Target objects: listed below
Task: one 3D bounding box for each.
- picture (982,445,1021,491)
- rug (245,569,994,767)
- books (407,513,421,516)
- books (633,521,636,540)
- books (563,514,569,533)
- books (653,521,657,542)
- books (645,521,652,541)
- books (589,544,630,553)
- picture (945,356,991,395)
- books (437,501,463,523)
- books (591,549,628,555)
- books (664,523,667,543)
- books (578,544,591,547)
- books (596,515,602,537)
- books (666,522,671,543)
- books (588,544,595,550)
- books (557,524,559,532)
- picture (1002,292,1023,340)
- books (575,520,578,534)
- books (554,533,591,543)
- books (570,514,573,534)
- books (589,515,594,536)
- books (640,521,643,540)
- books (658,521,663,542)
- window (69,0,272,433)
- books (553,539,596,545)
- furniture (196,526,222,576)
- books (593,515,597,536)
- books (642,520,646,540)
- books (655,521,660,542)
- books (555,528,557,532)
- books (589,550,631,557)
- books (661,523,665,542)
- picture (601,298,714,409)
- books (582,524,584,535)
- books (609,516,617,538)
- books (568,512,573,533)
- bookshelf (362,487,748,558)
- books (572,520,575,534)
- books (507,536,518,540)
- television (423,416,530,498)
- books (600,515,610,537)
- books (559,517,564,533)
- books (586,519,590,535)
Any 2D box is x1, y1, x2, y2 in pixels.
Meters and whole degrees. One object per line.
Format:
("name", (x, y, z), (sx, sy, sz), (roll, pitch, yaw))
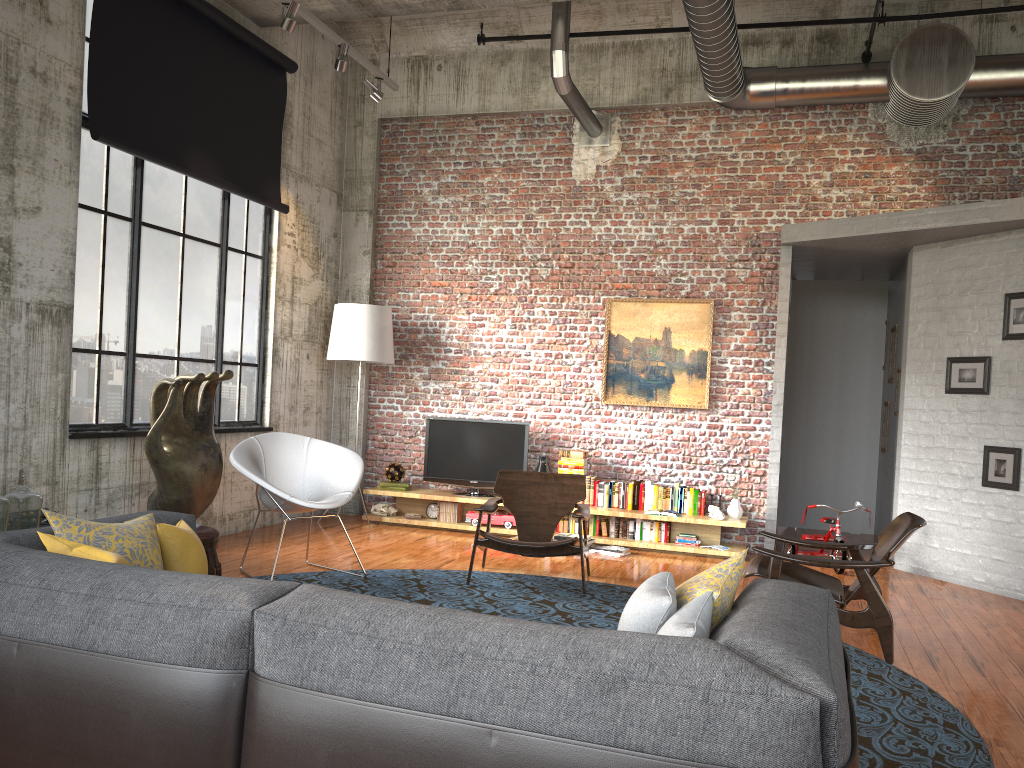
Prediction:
("picture", (3.954, 0.678, 7.174), (0.015, 0.341, 0.329), (3, 0, -22))
("rug", (-0.255, 1.451, 4.583), (4.849, 0.009, 4.842), (3, -1, -26))
("books", (-1.014, 1.350, 9.182), (0.114, 0.016, 0.113), (2, -1, 42))
("books", (1.198, 1.414, 8.572), (0.020, 0.168, 0.121), (3, 1, 18))
("books", (0.548, 1.362, 8.764), (0.049, 0.213, 0.148), (3, 1, 18))
("books", (1.377, 1.411, 8.515), (0.026, 0.191, 0.138), (3, 1, 18))
("books", (1.317, 1.411, 8.532), (0.043, 0.186, 0.129), (3, 1, 18))
("books", (0.902, 1.515, 8.167), (0.311, 0.014, 0.250), (3, -1, 24))
("picture", (3.845, -0.072, 7.490), (0.015, 0.316, 0.426), (3, 0, -22))
("books", (-0.639, 1.308, 9.108), (0.232, 0.218, 0.173), (3, 0, 18))
("books", (0.895, 1.530, 8.161), (0.307, 0.017, 0.232), (3, -1, 16))
("books", (1.478, 1.416, 8.482), (0.019, 0.189, 0.120), (3, 1, 18))
("books", (0.583, 1.488, 8.304), (0.299, 0.028, 0.236), (3, -1, 15))
("books", (0.853, 1.373, 8.659), (0.030, 0.220, 0.159), (3, 1, 18))
("books", (1.498, 1.416, 8.474), (0.026, 0.191, 0.138), (3, 1, 18))
("books", (0.593, 1.523, 8.310), (0.320, 0.040, 0.236), (3, -1, 19))
("books", (0.476, 1.369, 8.789), (0.023, 0.194, 0.140), (3, 1, 18))
("picture", (4.053, -0.543, 7.080), (0.015, 0.381, 0.278), (2, 1, -24))
("books", (0.654, 1.374, 8.735), (0.032, 0.200, 0.146), (3, 1, 18))
("books", (0.567, 1.429, 8.246), (0.296, 0.035, 0.236), (3, -1, 19))
("books", (0.602, 1.375, 8.741), (0.023, 0.194, 0.140), (3, 1, 18))
("books", (0.793, 1.376, 8.682), (0.039, 0.208, 0.151), (3, 1, 18))
("books", (1.256, 1.416, 8.555), (0.020, 0.168, 0.121), (3, 1, 18))
("books", (1.425, 1.413, 8.500), (0.026, 0.191, 0.138), (3, 1, 18))
("window", (-2.751, -1.288, 7.445), (0.050, 3.437, 2.579), (3, 0, 18))
("books", (0.584, 1.460, 8.267), (0.320, 0.028, 0.262), (3, -1, 27))
("furniture", (-2.048, 1.131, 5.508), (0.432, 0.477, 0.431), (3, 0, -28))
("books", (0.828, 1.372, 8.677), (0.030, 0.220, 0.159), (3, 1, 18))
("books", (1.286, 1.412, 8.560), (0.034, 0.181, 0.132), (3, 1, 18))
("books", (1.400, 1.412, 8.504), (0.026, 0.191, 0.138), (3, 1, 18))
("books", (0.444, 1.338, 8.799), (0.046, 0.252, 0.153), (3, 1, 18))
("books", (0.899, 1.548, 8.158), (0.313, 0.017, 0.232), (2, -1, 32))
("books", (1.454, 1.419, 8.496), (0.034, 0.181, 0.132), (3, 1, 18))
("picture", (1.438, -0.308, 8.814), (1.064, 1.065, 0.040), (3, 1, 17))
("books", (0.711, 1.367, 8.709), (0.030, 0.220, 0.159), (3, 1, 18))
("books", (0.993, 1.381, 8.646), (0.049, 0.214, 0.149), (3, 1, 18))
("books", (0.583, 1.362, 8.755), (0.022, 0.217, 0.138), (3, 1, 18))
("bookshelf", (0.363, 1.365, 8.881), (3.842, 0.359, 0.548), (3, 0, 17))
("books", (0.625, 1.376, 8.736), (0.023, 0.194, 0.140), (3, 1, 18))
("books", (0.100, 1.481, 8.332), (0.422, 0.049, 0.300), (2, -1, 32))
("television", (-0.373, 0.756, 9.139), (1.089, 0.793, 0.285), (3, 1, 4))
("books", (0.909, 1.360, 8.651), (0.088, 0.256, 0.153), (3, 1, 18))
("books", (0.505, 1.363, 8.775), (0.039, 0.208, 0.151), (3, 1, 18))
("books", (0.756, 1.367, 8.715), (0.052, 0.225, 0.156), (3, 1, 18))
